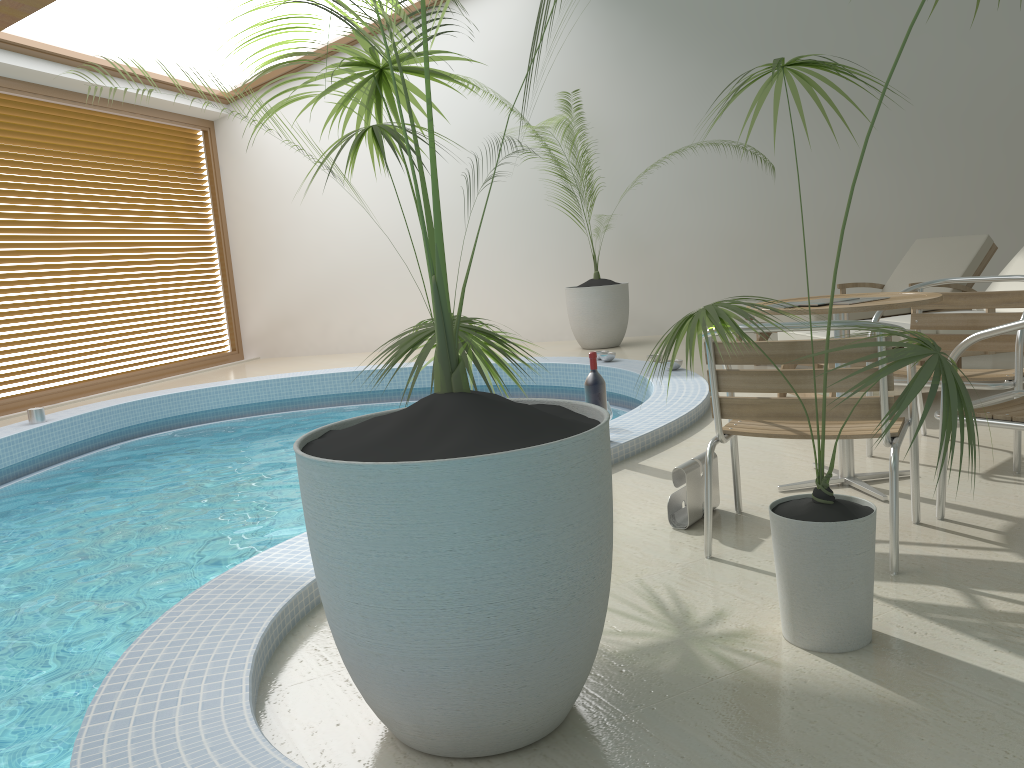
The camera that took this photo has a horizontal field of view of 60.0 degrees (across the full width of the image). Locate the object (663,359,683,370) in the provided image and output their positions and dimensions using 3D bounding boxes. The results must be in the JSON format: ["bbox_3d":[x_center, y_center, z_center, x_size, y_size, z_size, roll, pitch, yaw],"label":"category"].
[{"bbox_3d":[1.184,-0.137,6.507,0.140,0.069,0.140,-7,8,-14],"label":"object"}]

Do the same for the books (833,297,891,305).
[{"bbox_3d":[1.256,-0.309,3.290,0.241,0.004,0.166,-10,9,-32],"label":"books"}]

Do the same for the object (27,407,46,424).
[{"bbox_3d":[-3.555,0.236,6.630,0.115,0.107,0.115,-9,9,-24],"label":"object"}]

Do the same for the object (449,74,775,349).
[{"bbox_3d":[0.939,-1.844,8.932,2.979,2.960,2.729,-8,8,-19],"label":"object"}]

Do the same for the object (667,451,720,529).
[{"bbox_3d":[0.653,0.376,3.194,0.081,0.223,0.272,1,10,36],"label":"object"}]

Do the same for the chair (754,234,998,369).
[{"bbox_3d":[2.872,-0.662,6.902,1.903,0.866,0.861,-8,9,-21],"label":"chair"}]

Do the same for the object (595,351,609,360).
[{"bbox_3d":[0.755,-0.240,7.511,0.140,0.069,0.140,-7,8,-14],"label":"object"}]

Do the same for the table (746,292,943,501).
[{"bbox_3d":[1.285,0.036,3.431,0.700,0.720,0.700,1,10,35],"label":"table"}]

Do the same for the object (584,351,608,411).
[{"bbox_3d":[0.400,0.062,4.234,0.109,0.435,0.109,-11,10,-38],"label":"object"}]

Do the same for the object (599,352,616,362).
[{"bbox_3d":[0.791,-0.218,7.333,0.140,0.069,0.140,-7,8,-14],"label":"object"}]

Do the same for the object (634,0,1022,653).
[{"bbox_3d":[0.792,-0.225,2.077,0.791,1.695,1.059,-11,10,-37],"label":"object"}]

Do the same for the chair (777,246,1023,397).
[{"bbox_3d":[2.585,-0.392,5.158,1.903,0.866,0.861,-6,8,-5],"label":"chair"}]

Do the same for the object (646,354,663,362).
[{"bbox_3d":[1.222,-0.211,7.591,0.140,0.069,0.140,-7,8,-14],"label":"object"}]

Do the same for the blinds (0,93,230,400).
[{"bbox_3d":[-4.435,-1.427,9.318,0.095,2.921,4.414,-3,8,16],"label":"blinds"}]

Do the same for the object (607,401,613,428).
[{"bbox_3d":[0.469,0.161,4.577,0.102,0.137,0.102,-1,9,25],"label":"object"}]

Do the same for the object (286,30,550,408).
[{"bbox_3d":[-0.286,-0.232,2.796,0.791,1.695,1.059,-4,8,4],"label":"object"}]

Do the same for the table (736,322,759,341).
[{"bbox_3d":[2.136,-0.386,7.597,0.283,0.255,0.320,-8,9,-21],"label":"table"}]

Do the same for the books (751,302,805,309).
[{"bbox_3d":[1.043,-0.299,3.353,0.241,0.004,0.166,-10,9,-32],"label":"books"}]

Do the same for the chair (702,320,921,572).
[{"bbox_3d":[0.951,0.136,2.851,0.618,0.727,0.563,-1,9,29],"label":"chair"}]

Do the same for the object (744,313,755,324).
[{"bbox_3d":[2.049,-0.583,7.643,0.102,0.137,0.102,0,9,31],"label":"object"}]

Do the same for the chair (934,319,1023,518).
[{"bbox_3d":[1.771,0.060,2.886,0.618,0.727,0.563,-10,9,-31],"label":"chair"}]

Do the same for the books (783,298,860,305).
[{"bbox_3d":[1.155,-0.308,3.320,0.241,0.004,0.166,-10,9,-32],"label":"books"}]

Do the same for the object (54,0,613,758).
[{"bbox_3d":[-0.172,-0.769,1.947,2.979,2.960,2.729,0,10,33],"label":"object"}]

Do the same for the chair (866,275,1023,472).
[{"bbox_3d":[1.890,-0.070,3.743,0.563,0.727,0.618,-12,11,-41],"label":"chair"}]

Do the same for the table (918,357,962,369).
[{"bbox_3d":[2.745,-0.196,5.867,0.283,0.255,0.320,-6,8,-5],"label":"table"}]
